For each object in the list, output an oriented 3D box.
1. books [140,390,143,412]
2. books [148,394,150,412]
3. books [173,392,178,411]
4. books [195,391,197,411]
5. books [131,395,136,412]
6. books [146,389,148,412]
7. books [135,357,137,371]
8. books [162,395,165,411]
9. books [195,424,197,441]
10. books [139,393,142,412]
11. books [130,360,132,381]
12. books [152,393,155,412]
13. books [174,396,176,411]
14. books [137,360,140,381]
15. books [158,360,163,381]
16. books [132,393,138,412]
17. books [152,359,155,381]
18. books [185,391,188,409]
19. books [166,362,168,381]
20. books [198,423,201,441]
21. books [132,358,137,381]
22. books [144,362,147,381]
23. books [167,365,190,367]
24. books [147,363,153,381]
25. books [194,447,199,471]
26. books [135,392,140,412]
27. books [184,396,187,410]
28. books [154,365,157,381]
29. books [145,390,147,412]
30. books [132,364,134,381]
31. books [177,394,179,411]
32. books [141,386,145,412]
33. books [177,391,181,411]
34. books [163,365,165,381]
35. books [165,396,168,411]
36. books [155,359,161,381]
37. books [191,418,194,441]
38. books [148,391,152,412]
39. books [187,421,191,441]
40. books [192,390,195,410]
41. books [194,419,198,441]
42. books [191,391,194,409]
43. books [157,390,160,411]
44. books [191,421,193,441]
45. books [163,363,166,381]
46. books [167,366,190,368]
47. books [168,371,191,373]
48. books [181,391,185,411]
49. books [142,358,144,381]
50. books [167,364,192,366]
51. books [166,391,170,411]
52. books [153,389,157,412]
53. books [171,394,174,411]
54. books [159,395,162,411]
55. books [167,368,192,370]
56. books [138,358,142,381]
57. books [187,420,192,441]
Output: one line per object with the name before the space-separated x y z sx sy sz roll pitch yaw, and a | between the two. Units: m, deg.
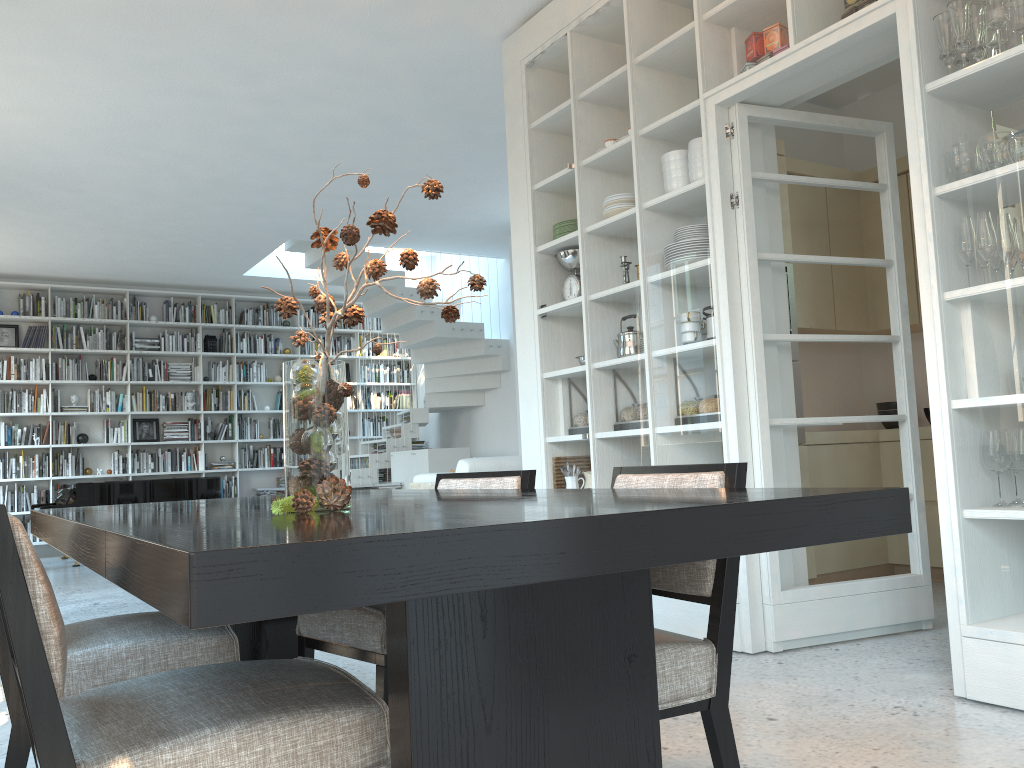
books | -4.532 0.214 10.846 0.010 0.283 0.136 0 -5 -32
books | -4.471 0.241 10.874 0.024 0.228 0.147 0 -5 -32
books | -4.181 0.232 11.015 0.012 0.245 0.186 0 -5 -32
books | -3.988 0.225 11.158 0.014 0.266 0.154 0 -5 -32
books | -4.601 0.248 10.768 0.053 0.208 0.156 0 -5 -32
books | -4.475 0.213 10.847 0.010 0.280 0.170 0 -5 -32
books | -4.601 -0.168 10.840 0.014 0.312 0.133 0 -5 -32
books | -4.321 0.248 10.951 0.030 0.214 0.169 0 -5 -32
books | -3.987 0.616 11.134 0.021 0.217 0.132 0 -5 -32
books | -4.541 0.235 10.824 0.029 0.240 0.156 0 -5 -32
books | -4.653 -0.147 10.785 0.026 0.266 0.171 0 -5 -32
books | -4.413 0.237 10.903 0.025 0.235 0.137 0 -5 -32
books | -4.203 0.255 11.011 0.029 0.200 0.178 0 -6 -32
books | -4.570 -0.147 10.826 0.025 0.265 0.185 0 -5 -32
books | -4.344 -0.147 10.966 0.021 0.269 0.192 0 -5 -32
books | -4.592 0.233 10.789 0.042 0.241 0.162 0 -5 -32
books | -4.427 -0.154 10.936 0.022 0.285 0.131 0 -5 -32
books | -4.078 0.227 11.120 0.014 0.263 0.135 0 -5 -32
books | -4.293 -0.136 10.990 0.013 0.246 0.177 0 -5 -32
books | -3.940 0.607 11.131 0.034 0.229 0.199 0 -6 -32
books | -4.608 -0.162 10.813 0.026 0.297 0.179 0 -5 -32
books | -4.503 -0.137 10.878 0.014 0.250 0.173 0 -5 -32
books | -4.179 -0.223 11.102 0.254 0.012 0.161 0 -6 -32
books | -4.456 -0.131 10.900 0.066 0.236 0.154 0 -5 -32
books | -3.955 0.938 11.115 0.011 0.300 0.149 0 -5 -32
books | -4.568 0.231 10.814 0.026 0.247 0.139 0 -5 -32
books | -4.093 0.257 11.097 0.035 0.201 0.149 0 -5 -32
books | -4.402 -0.120 10.940 0.024 0.216 0.148 0 -5 -32
books | -4.486 0.218 10.822 0.015 0.266 0.189 0 -5 -32
books | -4.638 -0.126 10.811 0.027 0.228 0.147 0 -5 -32
books | -4.184 0.243 11.055 0.025 0.230 0.143 0 -5 -32
books | -4.500 0.193 10.817 0.014 0.317 0.188 0 -5 -32
books | -4.154 0.227 11.053 0.025 0.258 0.150 0 -5 -32
books | -4.331 -0.119 10.989 0.024 0.216 0.132 0 -5 -32
books | -4.293 0.257 10.982 0.050 0.198 0.146 0 -5 -32
books | -4.382 -0.157 10.960 0.049 0.291 0.162 0 -5 -32
books | -4.010 0.580 11.117 0.011 0.288 0.152 0 -5 -32
books | -4.453 0.227 10.894 0.028 0.259 0.134 0 -5 -32
books | -4.045 0.596 11.085 0.012 0.254 0.161 0 -5 -32
books | -4.014 0.220 11.162 0.025 0.278 0.108 0 -5 -32
books | -3.966 0.583 11.130 0.011 0.279 0.186 0 -5 -32
books | -4.029 0.228 11.139 0.025 0.259 0.130 0 -5 -32
books | -4.369 0.220 10.906 0.028 0.267 0.190 0 -5 -32
books | -4.020 0.596 11.111 0.013 0.256 0.163 0 -5 -32
books | -4.311 -0.134 10.993 0.015 0.244 0.183 0 -5 -32
books | -4.176 -0.211 11.097 0.254 0.012 0.161 0 -6 -30
books | -4.171 -0.149 11.090 0.285 0.012 0.159 0 -6 -29
books | -4.120 0.228 11.086 0.024 0.258 0.126 0 -5 -32
books | -4.536 -0.162 10.861 0.011 0.300 0.179 0 -5 -32
books | -4.173 -0.236 11.093 0.285 0.012 0.159 1 -6 -37
books | -4.262 0.227 10.993 0.014 0.258 0.161 0 -5 -32
books | -4.394 0.213 10.908 0.013 0.283 0.177 0 -5 -32
books | -4.227 0.243 10.995 0.029 0.224 0.185 0 -5 -32
books | -4.343 0.247 10.936 0.024 0.216 0.175 0 -5 -32
books | -4.176 -0.185 11.097 0.285 0.012 0.159 1 -6 -33
books | -4.557 -0.159 10.857 0.029 0.295 0.151 0 -5 -32
books | -4.033 0.592 11.089 0.011 0.260 0.184 0 -5 -32
